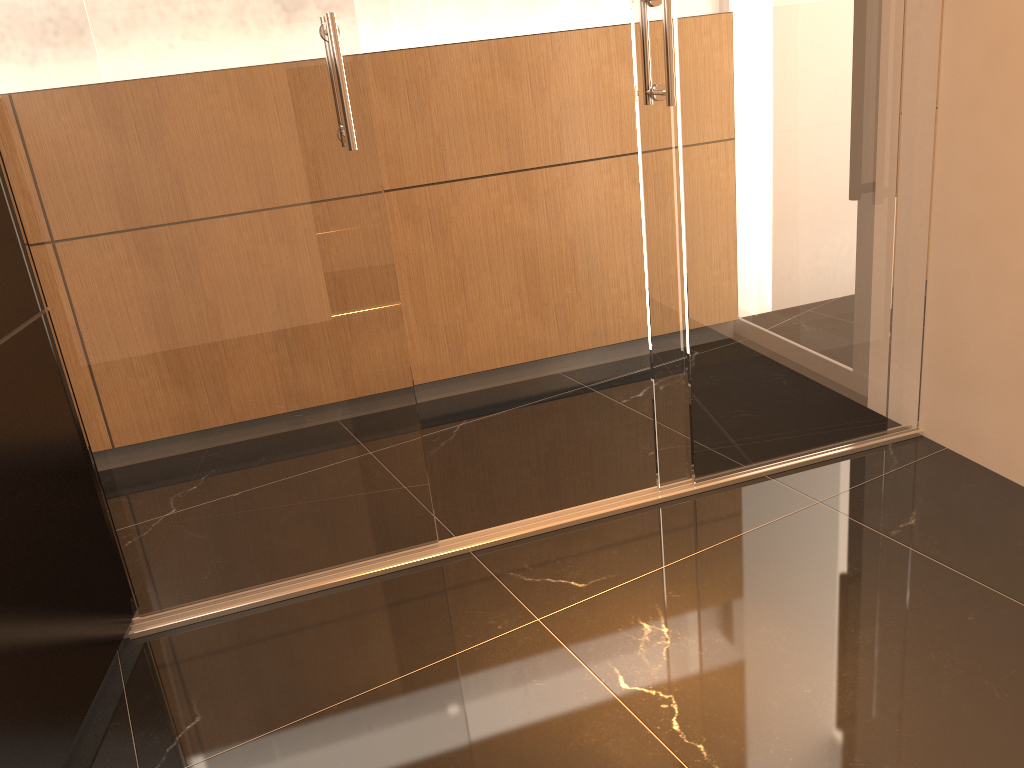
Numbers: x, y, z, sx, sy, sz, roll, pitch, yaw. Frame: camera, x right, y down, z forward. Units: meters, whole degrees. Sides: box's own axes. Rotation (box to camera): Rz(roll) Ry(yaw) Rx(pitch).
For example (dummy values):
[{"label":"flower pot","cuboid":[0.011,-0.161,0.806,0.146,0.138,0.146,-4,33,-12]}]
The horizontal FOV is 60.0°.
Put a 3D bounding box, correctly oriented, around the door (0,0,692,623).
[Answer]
[{"label":"door","cuboid":[-0.059,-1.102,2.263,2.473,3.285,0.098,-12,21,-14]}]
